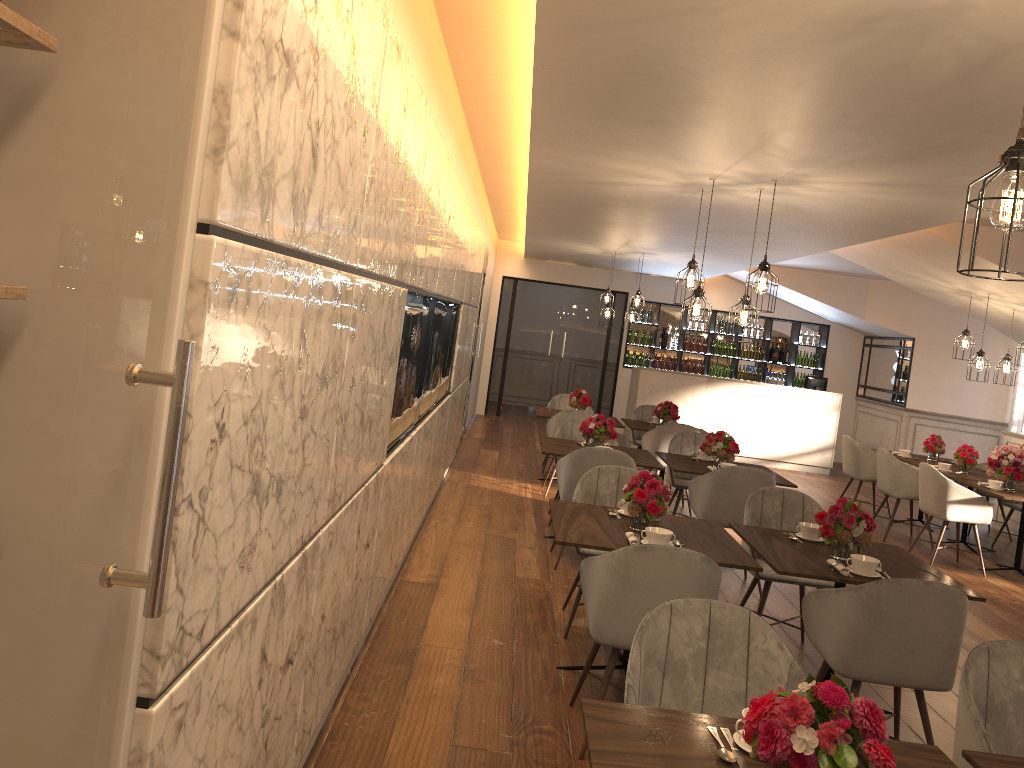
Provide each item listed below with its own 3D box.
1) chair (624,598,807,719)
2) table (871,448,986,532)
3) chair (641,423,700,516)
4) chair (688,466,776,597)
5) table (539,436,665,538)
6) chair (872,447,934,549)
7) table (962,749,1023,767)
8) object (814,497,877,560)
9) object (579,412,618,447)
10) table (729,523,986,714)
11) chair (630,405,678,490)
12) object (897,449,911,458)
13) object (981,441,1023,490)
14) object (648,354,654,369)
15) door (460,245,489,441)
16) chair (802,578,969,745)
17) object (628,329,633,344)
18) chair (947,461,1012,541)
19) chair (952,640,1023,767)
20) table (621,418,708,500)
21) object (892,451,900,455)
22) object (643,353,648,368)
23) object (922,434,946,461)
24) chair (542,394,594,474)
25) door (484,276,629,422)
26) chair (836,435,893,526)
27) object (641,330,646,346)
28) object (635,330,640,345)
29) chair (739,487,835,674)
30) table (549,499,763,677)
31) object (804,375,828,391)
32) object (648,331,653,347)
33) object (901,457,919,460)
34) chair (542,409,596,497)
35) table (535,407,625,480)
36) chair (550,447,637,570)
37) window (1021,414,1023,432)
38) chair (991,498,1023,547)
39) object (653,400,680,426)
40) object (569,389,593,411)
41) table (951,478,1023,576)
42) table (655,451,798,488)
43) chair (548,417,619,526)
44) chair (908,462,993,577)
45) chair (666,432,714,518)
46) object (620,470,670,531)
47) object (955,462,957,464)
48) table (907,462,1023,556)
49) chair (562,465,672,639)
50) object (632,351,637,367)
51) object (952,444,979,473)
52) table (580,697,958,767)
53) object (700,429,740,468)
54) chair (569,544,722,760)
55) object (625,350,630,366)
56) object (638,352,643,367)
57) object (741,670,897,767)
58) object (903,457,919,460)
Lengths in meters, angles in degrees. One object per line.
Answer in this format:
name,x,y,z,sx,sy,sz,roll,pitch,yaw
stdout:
chair,0.544,1.105,2.442,0.565,0.872,0.527,8,2,0
table,4.479,1.181,9.624,0.896,0.720,0.898,8,3,0
chair,1.544,0.787,8.639,0.565,0.872,0.527,8,2,0
chair,1.518,0.964,6.162,0.565,0.872,0.527,8,2,0
table,0.617,0.872,6.827,0.896,0.720,0.898,8,3,0
chair,3.813,1.087,8.652,0.526,0.871,0.566,8,2,0
table,1.516,1.360,1.764,0.896,0.720,0.898,8,3,0
object,1.573,0.673,4.197,0.304,0.301,0.235,7,2,-22
object,0.659,0.361,6.809,0.306,0.301,0.234,9,2,22
table,1.541,1.183,4.241,0.896,0.720,0.898,8,3,0
chair,1.572,0.694,9.967,0.565,0.872,0.527,8,2,0
object,4.243,0.753,9.565,0.149,0.072,0.148,11,5,43
object,4.436,0.724,7.859,0.419,0.425,0.407,7,2,-12
object,2.034,-0.336,12.986,0.065,0.207,0.146,7,2,-8
door,-0.467,-0.501,11.063,0.134,2.466,1.860,8,2,0
chair,1.492,1.148,3.584,0.565,0.872,0.527,8,2,0
object,1.977,-0.795,14.727,0.065,0.261,0.066,7,1,-21
chair,5.140,1.194,9.597,0.526,0.871,0.566,8,2,0
chair,1.495,1.232,2.434,0.565,0.872,0.527,8,2,0
table,1.594,0.822,9.296,0.896,0.720,0.898,8,3,0
object,4.241,0.762,9.679,0.175,0.039,0.056,8,3,0
object,1.949,-0.347,12.983,0.065,0.207,0.065,7,1,-9
object,4.561,0.675,9.577,0.304,0.301,0.235,5,3,-42
chair,0.622,0.567,9.975,0.565,0.872,0.527,8,2,0
door,0.736,-0.505,14.788,2.106,2.332,0.274,8,1,0
chair,3.823,1.020,9.591,0.526,0.871,0.566,8,2,0
object,2.197,-0.765,14.725,0.065,0.261,0.066,7,1,-21
object,2.087,-0.780,14.726,0.065,0.261,0.066,7,1,-21
chair,1.521,1.055,4.912,0.565,0.872,0.527,8,2,0
table,0.590,1.056,4.249,0.896,0.720,0.898,8,3,0
object,4.513,0.056,13.124,0.407,0.328,0.130,6,2,-22
object,2.306,-0.751,14.724,0.065,0.261,0.066,7,1,-21
object,4.257,0.792,9.452,0.197,0.015,0.043,7,4,-3
chair,0.593,0.660,8.647,0.565,0.872,0.527,8,2,0
table,0.643,0.695,9.304,0.896,0.720,0.898,8,3,0
chair,0.567,0.837,6.170,0.565,0.872,0.527,8,2,0
window,7.090,1.041,4.732,0.494,2.385,14.559,7,4,-4
chair,5.130,1.261,8.658,0.526,0.871,0.566,8,2,0
object,1.614,0.308,9.299,0.233,0.301,0.306,6,3,-42
object,0.728,0.189,9.299,0.233,0.301,0.306,7,3,-25
table,4.460,1.315,7.746,0.896,0.720,0.898,8,3,0
table,1.568,0.999,6.819,0.896,0.720,0.898,8,3,0
chair,0.596,0.744,7.498,0.565,0.872,0.527,8,2,0
chair,3.804,1.154,7.713,0.526,0.871,0.566,8,2,0
chair,1.547,0.871,7.489,0.565,0.872,0.527,8,2,0
object,0.630,0.546,4.234,0.234,0.301,0.305,8,3,2
object,4.843,0.856,9.482,0.175,0.039,0.056,8,3,0
table,4.469,1.248,8.685,0.896,0.720,0.898,8,3,0
chair,0.570,0.928,4.920,0.565,0.872,0.527,8,2,0
object,2.039,-0.421,14.731,0.065,0.261,0.066,7,1,-21
object,4.480,0.727,8.761,0.235,0.301,0.305,8,3,19
table,0.565,1.233,1.772,0.896,0.720,0.898,8,3,0
object,1.600,0.490,6.773,0.306,0.301,0.233,9,3,33
chair,0.541,1.021,3.592,0.565,0.872,0.527,8,2,0
object,1.930,-0.435,14.732,0.065,0.261,0.066,7,1,-21
object,2.149,-0.406,14.730,0.065,0.261,0.066,7,1,-21
object,0.607,0.723,1.757,0.306,0.301,0.234,9,2,22
object,4.263,0.796,9.487,0.211,0.004,0.022,8,4,0
